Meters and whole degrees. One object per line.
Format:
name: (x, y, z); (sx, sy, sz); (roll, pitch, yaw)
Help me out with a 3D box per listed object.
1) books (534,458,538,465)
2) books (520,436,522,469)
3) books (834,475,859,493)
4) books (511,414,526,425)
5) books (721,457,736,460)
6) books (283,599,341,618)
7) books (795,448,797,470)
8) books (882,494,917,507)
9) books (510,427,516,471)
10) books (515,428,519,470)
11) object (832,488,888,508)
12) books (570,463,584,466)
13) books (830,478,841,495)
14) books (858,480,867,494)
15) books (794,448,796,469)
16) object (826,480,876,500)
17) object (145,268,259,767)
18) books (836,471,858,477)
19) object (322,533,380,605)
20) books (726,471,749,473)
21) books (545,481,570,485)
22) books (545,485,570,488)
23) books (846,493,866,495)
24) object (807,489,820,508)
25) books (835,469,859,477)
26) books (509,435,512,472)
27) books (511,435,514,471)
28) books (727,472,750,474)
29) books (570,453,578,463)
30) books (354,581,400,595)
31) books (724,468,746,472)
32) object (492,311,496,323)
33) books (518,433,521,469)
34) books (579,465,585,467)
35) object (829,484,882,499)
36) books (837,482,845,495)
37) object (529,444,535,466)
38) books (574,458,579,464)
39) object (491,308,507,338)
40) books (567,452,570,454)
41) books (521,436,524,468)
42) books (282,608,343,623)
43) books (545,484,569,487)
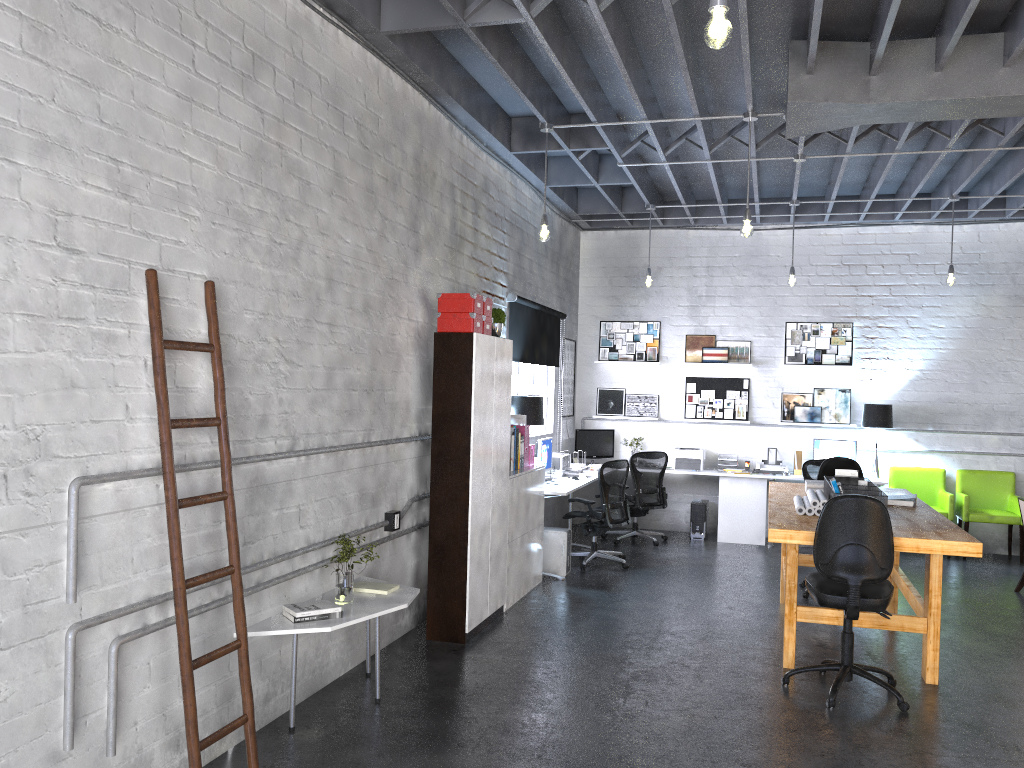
books: (0.158, 0.819, 8.379); (0.172, 0.243, 0.026); (2, 1, 16)
books: (-0.029, 0.567, 7.384); (0.219, 0.267, 0.060); (2, 1, 21)
books: (2.337, 0.749, 6.208); (0.158, 0.214, 0.063); (2, 1, 16)
books: (0.028, 0.392, 7.549); (0.192, 0.267, 0.060); (2, 1, 16)
books: (2.541, 0.876, 10.417); (0.134, 0.008, 0.203); (2, 0, -1)
books: (-0.994, 1.113, 4.402); (0.234, 0.022, 0.185); (2, 0, -36)
books: (3.261, 0.884, 10.177); (0.043, 0.296, 0.210); (2, 1, 16)
books: (2.811, 0.838, 6.454); (0.244, 0.067, 0.298); (2, 0, 26)
books: (-0.059, 0.524, 7.198); (0.176, 0.346, 0.053); (2, 1, 16)
books: (-0.046, 0.528, 7.258); (0.197, 0.339, 0.065); (2, 1, 16)
object: (2.240, 0.776, 5.727); (0.316, 0.156, 0.306); (2, 0, 16)
books: (0.667, 0.905, 10.014); (0.297, 0.006, 0.210); (2, 0, 17)
books: (2.119, 0.732, 5.754); (0.108, 0.234, 0.166); (2, 1, 16)
books: (2.411, 0.765, 6.218); (0.143, 0.188, 0.061); (2, 1, 16)
books: (3.252, 0.884, 10.176); (0.036, 0.296, 0.210); (2, 1, 16)
object: (2.412, 0.782, 6.318); (0.316, 0.156, 0.306); (2, 0, 16)
object: (-1.241, 0.618, 3.586); (0.320, 2.121, 0.425); (2, 1, 16)
books: (2.534, 0.763, 6.711); (0.158, 0.200, 0.082); (2, 1, 16)
object: (-0.852, 0.979, 4.679); (0.271, 0.363, 0.297); (1, 1, -39)
books: (2.556, 0.993, 10.071); (0.211, 0.014, 0.148); (2, 0, -9)
books: (0.407, 0.922, 8.233); (0.212, 0.010, 0.170); (1, 0, 43)
books: (0.403, 0.944, 8.228); (0.213, 0.012, 0.158); (1, 0, 41)
books: (2.321, 0.766, 6.027); (0.232, 0.027, 0.184); (2, 0, -12)
object: (2.029, 0.771, 5.981); (0.057, 0.057, 0.635); (2, 0, 16)
books: (2.545, 0.757, 6.741); (0.171, 0.210, 0.046); (2, 1, 16)
books: (-0.093, 0.549, 7.075); (0.170, 0.293, 0.057); (2, 1, 16)
books: (-0.076, 0.553, 7.124); (0.174, 0.286, 0.045); (2, 1, 16)
books: (2.574, 1.008, 10.078); (0.211, 0.014, 0.148); (2, 0, -19)
books: (0.723, 0.867, 10.328); (0.017, 0.121, 0.184); (2, 0, 31)
books: (-0.783, 1.152, 5.016); (0.248, 0.021, 0.176); (2, 0, 16)
books: (2.530, 0.978, 10.075); (0.211, 0.014, 0.148); (2, 0, 31)
object: (-0.210, -0.453, 6.465); (0.169, 0.240, 0.171); (1, 1, -35)
books: (-0.012, 0.549, 7.325); (0.159, 0.298, 0.026); (2, 1, 16)
books: (0.667, 0.915, 10.009); (0.297, 0.006, 0.210); (2, 0, 18)
object: (2.326, 0.779, 6.022); (0.316, 0.156, 0.306); (2, 0, 16)
books: (2.146, 0.745, 5.730); (0.097, 0.209, 0.157); (2, 1, 16)
object: (0.074, 0.616, 7.741); (0.214, 0.177, 0.161); (2, 0, 16)
books: (0.745, 0.899, 10.325); (0.037, 0.076, 0.102); (2, 0, 31)
object: (-0.123, -0.451, 6.594); (0.169, 0.240, 0.171); (2, 1, 15)
books: (0.669, 0.857, 10.377); (0.052, 0.109, 0.133); (2, 0, 31)
books: (-0.012, 0.565, 7.442); (0.220, 0.271, 0.082); (2, 1, 16)
books: (-0.992, 1.140, 4.412); (0.250, 0.031, 0.185); (2, 0, -32)
books: (0.402, 0.932, 8.231); (0.209, 0.012, 0.158); (1, 0, 39)
